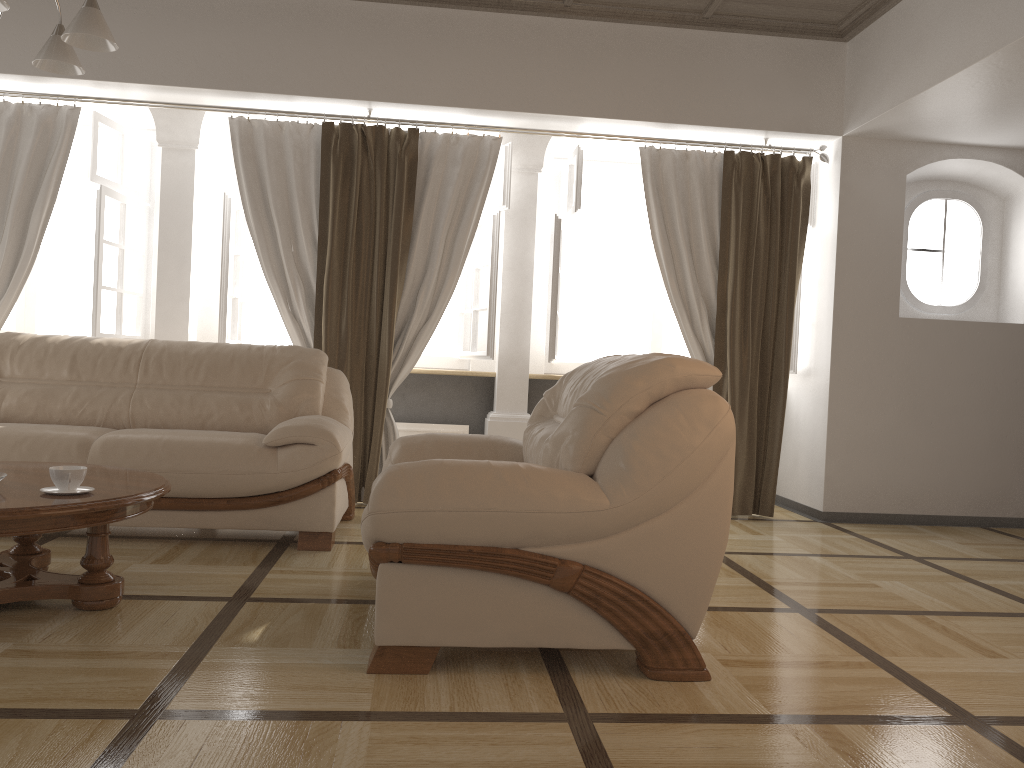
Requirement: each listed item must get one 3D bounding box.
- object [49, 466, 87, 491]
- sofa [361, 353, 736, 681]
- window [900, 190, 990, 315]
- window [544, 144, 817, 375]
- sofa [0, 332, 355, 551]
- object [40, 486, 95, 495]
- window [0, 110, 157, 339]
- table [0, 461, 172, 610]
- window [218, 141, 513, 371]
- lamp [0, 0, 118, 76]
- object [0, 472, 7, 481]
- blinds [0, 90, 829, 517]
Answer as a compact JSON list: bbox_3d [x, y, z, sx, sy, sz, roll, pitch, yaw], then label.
[{"bbox_3d":[-1.350,0.290,2.689,0.105,0.071,0.114,3,1,9],"label":"object"},{"bbox_3d":[0.059,0.331,3.015,1.052,0.900,1.318,3,1,-6],"label":"sofa"},{"bbox_3d":[2.721,-0.830,5.609,0.600,0.784,0.050,3,1,-6],"label":"window"},{"bbox_3d":[1.039,-0.776,5.908,1.653,1.500,0.782,3,1,-6],"label":"window"},{"bbox_3d":[-1.834,0.223,4.234,2.135,0.900,1.051,3,1,-6],"label":"sofa"},{"bbox_3d":[-1.350,0.325,2.694,0.150,0.010,0.150,2,1,-16],"label":"object"},{"bbox_3d":[-3.111,-0.960,5.502,1.600,1.500,0.781,3,1,-6],"label":"window"},{"bbox_3d":[-1.720,0.507,2.832,1.169,0.392,1.167,2,1,-10],"label":"table"},{"bbox_3d":[-0.940,-0.864,5.727,1.759,1.500,0.784,3,1,-6],"label":"window"},{"bbox_3d":[-1.595,-1.648,2.798,0.713,1.094,0.741,3,1,-6],"label":"lamp"},{"bbox_3d":[-1.661,0.296,2.688,0.227,0.039,0.227,3,1,19],"label":"object"},{"bbox_3d":[-0.988,-0.458,5.142,5.765,2.294,0.285,3,1,-6],"label":"blinds"}]
